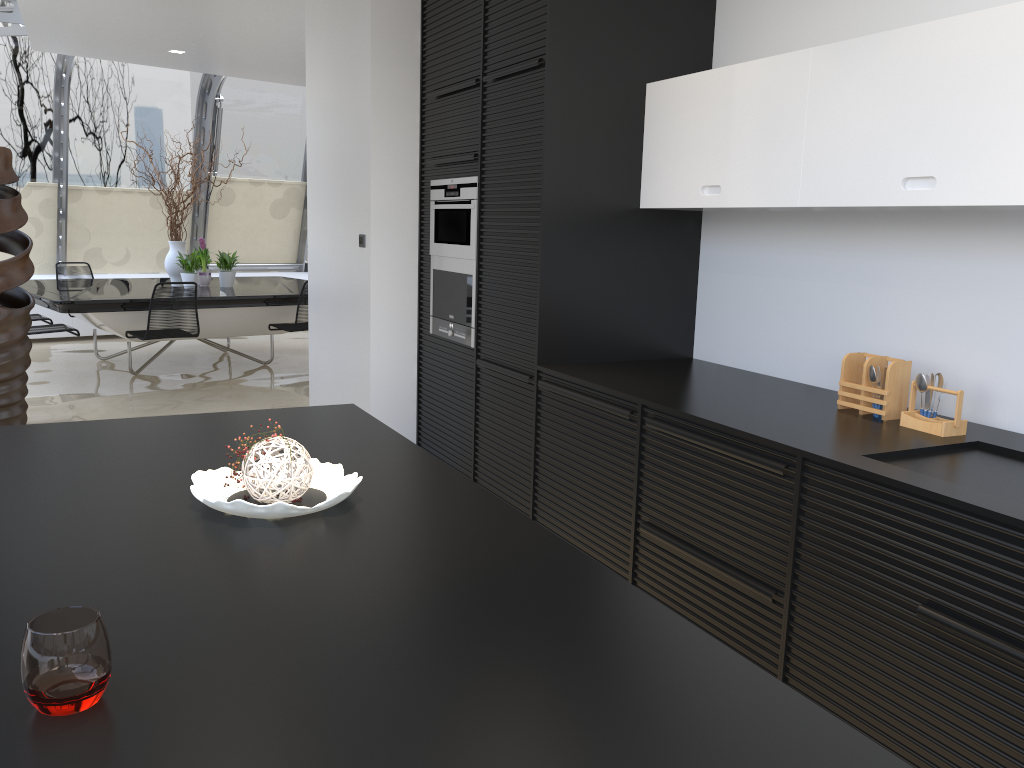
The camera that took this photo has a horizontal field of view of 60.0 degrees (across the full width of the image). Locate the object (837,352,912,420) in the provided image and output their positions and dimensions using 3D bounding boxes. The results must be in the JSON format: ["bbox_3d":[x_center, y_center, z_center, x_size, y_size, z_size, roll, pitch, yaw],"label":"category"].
[{"bbox_3d":[1.183,0.019,2.905,0.104,0.223,0.200,-3,11,-26],"label":"object"}]

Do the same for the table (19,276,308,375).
[{"bbox_3d":[-3.153,-0.589,8.765,3.031,0.759,2.494,-7,13,-39],"label":"table"}]

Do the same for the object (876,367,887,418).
[{"bbox_3d":[1.185,0.041,2.844,0.019,0.196,0.022,-3,11,-25],"label":"object"}]

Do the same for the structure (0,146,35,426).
[{"bbox_3d":[-3.378,-0.600,5.775,0.493,1.843,0.498,-4,11,-28],"label":"structure"}]

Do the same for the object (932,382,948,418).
[{"bbox_3d":[1.302,0.077,2.720,0.044,0.178,0.019,7,11,28],"label":"object"}]

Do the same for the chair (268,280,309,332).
[{"bbox_3d":[-1.889,-0.719,8.130,0.446,0.519,0.688,-7,13,-39],"label":"chair"}]

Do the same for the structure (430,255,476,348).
[{"bbox_3d":[-0.305,-0.433,4.515,0.023,0.420,0.592,-3,11,-26],"label":"structure"}]

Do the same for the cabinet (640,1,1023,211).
[{"bbox_3d":[1.547,-0.702,2.210,0.343,0.515,3.741,-3,11,-26],"label":"cabinet"}]

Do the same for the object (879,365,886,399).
[{"bbox_3d":[1.192,0.037,2.866,0.023,0.196,0.018,-2,11,-18],"label":"object"}]

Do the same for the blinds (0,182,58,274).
[{"bbox_3d":[-5.992,-1.157,9.711,1.829,2.118,0.663,-7,13,-39],"label":"blinds"}]

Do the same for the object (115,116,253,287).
[{"bbox_3d":[-3.039,-1.694,8.401,1.031,1.549,1.135,11,14,41],"label":"object"}]

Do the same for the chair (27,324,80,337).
[{"bbox_3d":[-4.051,-0.657,7.418,0.688,0.519,0.446,-7,13,-39],"label":"chair"}]

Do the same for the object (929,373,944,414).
[{"bbox_3d":[1.302,0.060,2.746,0.042,0.192,0.040,4,10,10],"label":"object"}]

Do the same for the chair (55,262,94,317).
[{"bbox_3d":[-4.474,-0.991,9.226,0.446,0.519,0.688,-7,13,-39],"label":"chair"}]

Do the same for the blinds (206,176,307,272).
[{"bbox_3d":[-3.338,-2.033,11.517,1.376,1.214,0.387,-7,13,-39],"label":"blinds"}]

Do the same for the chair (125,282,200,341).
[{"bbox_3d":[-2.872,-0.605,7.324,0.446,0.519,0.688,-7,13,-39],"label":"chair"}]

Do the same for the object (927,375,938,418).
[{"bbox_3d":[1.283,0.068,2.715,0.019,0.196,0.022,-6,13,-37],"label":"object"}]

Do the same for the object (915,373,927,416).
[{"bbox_3d":[1.258,0.062,2.725,0.042,0.192,0.040,4,10,11],"label":"object"}]

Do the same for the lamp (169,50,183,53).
[{"bbox_3d":[3.743,-2.721,7.495,9.928,0.004,9.775,-6,13,-38],"label":"lamp"}]

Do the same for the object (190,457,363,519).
[{"bbox_3d":[-0.485,0.224,1.837,0.334,0.078,0.329,-7,13,-39],"label":"object"}]

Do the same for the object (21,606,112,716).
[{"bbox_3d":[-0.525,0.327,1.045,0.095,0.106,0.095,-4,11,-28],"label":"object"}]

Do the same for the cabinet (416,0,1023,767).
[{"bbox_3d":[1.003,-0.488,2.782,0.831,2.901,5.157,-3,11,-27],"label":"cabinet"}]

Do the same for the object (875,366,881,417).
[{"bbox_3d":[1.177,0.039,2.851,0.020,0.196,0.018,1,10,-4],"label":"object"}]

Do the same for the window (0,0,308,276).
[{"bbox_3d":[2.065,-1.142,6.711,16.171,3.674,16.693,-5,12,-33],"label":"window"}]

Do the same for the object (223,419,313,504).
[{"bbox_3d":[-0.492,0.163,1.834,0.190,0.191,0.165,2,10,1],"label":"object"}]

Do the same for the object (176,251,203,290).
[{"bbox_3d":[-2.993,-1.065,8.248,0.284,0.369,0.215,1,10,-1],"label":"object"}]

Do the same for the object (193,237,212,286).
[{"bbox_3d":[-3.110,-1.225,8.843,0.238,0.476,0.417,0,10,-12],"label":"object"}]

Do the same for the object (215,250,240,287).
[{"bbox_3d":[-2.792,-1.135,8.677,0.284,0.369,0.215,1,10,-6],"label":"object"}]

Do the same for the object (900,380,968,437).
[{"bbox_3d":[1.278,0.088,2.684,0.100,0.170,0.173,-3,11,-24],"label":"object"}]

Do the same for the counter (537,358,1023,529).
[{"bbox_3d":[1.301,0.229,2.265,0.804,0.025,3.738,-3,11,-26],"label":"counter"}]

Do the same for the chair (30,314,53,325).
[{"bbox_3d":[-4.640,-0.799,8.117,0.688,0.519,0.446,-7,13,-39],"label":"chair"}]

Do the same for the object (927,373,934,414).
[{"bbox_3d":[1.285,0.064,2.738,0.023,0.196,0.018,-4,12,-31],"label":"object"}]

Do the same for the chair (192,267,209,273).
[{"bbox_3d":[-3.491,-1.105,10.032,0.446,0.519,0.688,-7,13,-39],"label":"chair"}]

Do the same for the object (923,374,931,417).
[{"bbox_3d":[1.274,0.067,2.721,0.020,0.196,0.018,-1,11,-16],"label":"object"}]

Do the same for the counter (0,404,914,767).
[{"bbox_3d":[-0.105,0.420,0.939,1.006,0.018,3.800,-3,11,-26],"label":"counter"}]

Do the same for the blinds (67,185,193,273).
[{"bbox_3d":[-4.547,-1.808,10.581,1.430,1.027,0.329,-7,13,-39],"label":"blinds"}]

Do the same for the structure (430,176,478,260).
[{"bbox_3d":[-0.297,-0.831,4.443,0.061,0.388,0.592,-3,11,-26],"label":"structure"}]

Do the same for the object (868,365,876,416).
[{"bbox_3d":[1.163,0.034,2.859,0.042,0.192,0.040,6,11,24],"label":"object"}]

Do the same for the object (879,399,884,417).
[{"bbox_3d":[1.210,0.034,2.870,0.042,0.192,0.040,6,11,23],"label":"object"}]
